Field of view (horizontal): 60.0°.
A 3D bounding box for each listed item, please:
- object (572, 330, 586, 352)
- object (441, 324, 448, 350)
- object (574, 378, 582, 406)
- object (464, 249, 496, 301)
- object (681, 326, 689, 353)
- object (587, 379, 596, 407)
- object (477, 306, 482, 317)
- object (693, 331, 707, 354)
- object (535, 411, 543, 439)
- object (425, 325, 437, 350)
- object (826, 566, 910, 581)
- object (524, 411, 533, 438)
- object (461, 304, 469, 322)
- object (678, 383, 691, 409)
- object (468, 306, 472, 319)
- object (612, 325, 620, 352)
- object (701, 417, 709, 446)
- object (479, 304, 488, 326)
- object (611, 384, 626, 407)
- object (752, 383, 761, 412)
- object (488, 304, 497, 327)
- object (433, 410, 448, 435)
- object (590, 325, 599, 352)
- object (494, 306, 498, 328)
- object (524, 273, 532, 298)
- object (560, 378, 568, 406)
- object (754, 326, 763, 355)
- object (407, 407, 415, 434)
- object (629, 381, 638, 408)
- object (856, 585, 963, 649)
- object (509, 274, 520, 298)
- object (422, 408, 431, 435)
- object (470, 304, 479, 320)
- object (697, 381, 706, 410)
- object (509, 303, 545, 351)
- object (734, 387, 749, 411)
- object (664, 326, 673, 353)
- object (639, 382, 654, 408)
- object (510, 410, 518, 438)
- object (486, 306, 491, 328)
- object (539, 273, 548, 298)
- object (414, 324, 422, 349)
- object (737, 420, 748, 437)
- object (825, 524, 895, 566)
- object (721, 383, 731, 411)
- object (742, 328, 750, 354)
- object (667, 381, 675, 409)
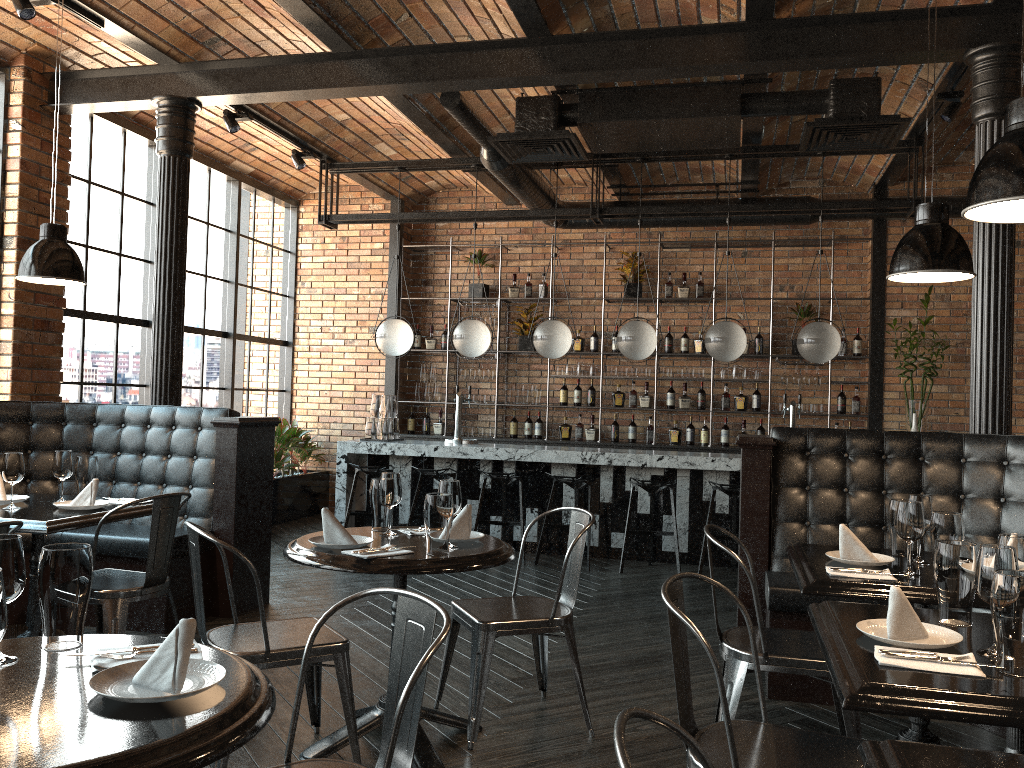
[{"bbox_3d":[0.710,-0.455,9.481,0.151,0.248,0.094,1,-1,18],"label":"object"},{"bbox_3d":[-0.741,-0.518,9.852,0.086,0.299,0.086,2,-1,-27],"label":"object"},{"bbox_3d":[0.707,0.089,9.500,0.086,0.298,0.086,2,-1,-27],"label":"object"},{"bbox_3d":[-0.361,-1.208,9.798,0.377,0.554,0.422,2,-1,2],"label":"object"},{"bbox_3d":[1.803,-0.454,9.239,0.086,0.298,0.086,2,-1,-27],"label":"object"},{"bbox_3d":[0.847,0.093,9.436,0.086,0.297,0.086,2,-1,-27],"label":"object"},{"bbox_3d":[-0.366,-0.743,9.836,0.092,0.244,0.092,1,-1,20],"label":"object"},{"bbox_3d":[1.950,-0.425,9.168,0.151,0.248,0.094,1,-2,43],"label":"object"},{"bbox_3d":[0.292,0.442,9.570,0.086,0.298,0.086,2,-1,-27],"label":"object"},{"bbox_3d":[-0.896,-0.511,9.873,0.123,0.279,0.123,2,-1,3],"label":"object"},{"bbox_3d":[1.174,0.622,2.935,0.255,0.019,0.157,1,-1,15],"label":"object"},{"bbox_3d":[0.183,0.440,9.622,0.086,0.298,0.086,2,-1,-27],"label":"object"},{"bbox_3d":[-0.513,-0.750,9.703,0.092,0.244,0.092,1,-1,20],"label":"object"},{"bbox_3d":[1.789,0.126,9.181,0.123,0.279,0.123,2,-1,3],"label":"object"},{"bbox_3d":[-0.473,-0.746,9.863,0.092,0.244,0.092,1,-1,20],"label":"object"},{"bbox_3d":[1.106,-0.472,9.390,0.086,0.298,0.086,2,-1,-27],"label":"object"},{"bbox_3d":[1.988,0.486,9.135,0.080,0.299,0.080,1,-1,17],"label":"object"},{"bbox_3d":[-0.311,-0.745,9.652,0.092,0.244,0.092,1,-1,20],"label":"object"},{"bbox_3d":[1.126,0.126,9.361,0.151,0.248,0.094,2,-1,3],"label":"object"},{"bbox_3d":[2.493,0.135,9.031,0.086,0.298,0.086,2,-1,-27],"label":"object"},{"bbox_3d":[-0.210,-0.743,9.627,0.092,0.244,0.092,1,-1,20],"label":"object"},{"bbox_3d":[-0.793,0.426,9.822,0.123,0.279,0.123,1,-1,28],"label":"object"},{"bbox_3d":[0.881,-0.476,9.453,0.086,0.298,0.086,2,-1,-27],"label":"object"},{"bbox_3d":[-0.170,-0.738,9.786,0.092,0.244,0.092,1,-1,20],"label":"object"},{"bbox_3d":[0.180,-1.060,9.631,0.083,0.282,0.083,2,-1,-1],"label":"object"},{"bbox_3d":[0.560,0.086,9.511,0.086,0.299,0.086,2,-1,-27],"label":"object"},{"bbox_3d":[2.515,-0.437,9.030,0.086,0.297,0.086,2,-1,-27],"label":"object"},{"bbox_3d":[-1.125,0.408,9.926,0.086,0.299,0.086,2,-1,-27],"label":"object"},{"bbox_3d":[1.276,0.111,9.324,0.083,0.282,0.083,1,-1,14],"label":"object"},{"bbox_3d":[0.946,0.545,2.113,0.232,0.139,0.232,2,-1,-1],"label":"object"},{"bbox_3d":[0.027,-1.061,9.671,0.123,0.279,0.123,2,-1,3],"label":"object"},{"bbox_3d":[-0.947,0.411,9.849,0.086,0.297,0.086,3,-2,-42],"label":"object"},{"bbox_3d":[-0.407,-0.748,9.676,0.092,0.244,0.092,1,-1,20],"label":"object"},{"bbox_3d":[1.958,0.120,9.156,0.086,0.299,0.086,2,-1,-27],"label":"object"},{"bbox_3d":[0.181,-0.608,9.590,0.430,0.526,0.425,1,-1,26],"label":"object"},{"bbox_3d":[2.339,0.156,9.055,0.151,0.248,0.094,1,-1,23],"label":"object"},{"bbox_3d":[1.637,-0.459,9.252,0.086,0.299,0.086,2,-1,-27],"label":"object"},{"bbox_3d":[1.407,0.117,9.277,0.123,0.279,0.123,1,-1,28],"label":"object"},{"bbox_3d":[0.024,0.437,9.636,0.086,0.299,0.086,2,-1,-27],"label":"object"},{"bbox_3d":[-0.270,-0.741,9.812,0.092,0.244,0.092,1,-1,20],"label":"object"},{"bbox_3d":[0.341,-1.056,9.591,0.083,0.282,0.083,1,-1,29],"label":"object"},{"bbox_3d":[-1.058,-0.525,9.960,0.086,0.298,0.086,2,-1,-27],"label":"object"},{"bbox_3d":[2.358,0.504,9.027,0.123,0.279,0.123,2,-1,3],"label":"object"},{"bbox_3d":[1.249,0.574,3.182,0.232,0.139,0.232,2,-1,-27],"label":"object"},{"bbox_3d":[2.192,0.134,9.093,0.083,0.282,0.083,2,-1,-1],"label":"object"},{"bbox_3d":[2.364,-0.430,9.051,0.123,0.279,0.123,1,-1,23],"label":"object"},{"bbox_3d":[1.658,0.113,9.236,0.086,0.298,0.086,2,-1,-27],"label":"object"}]
